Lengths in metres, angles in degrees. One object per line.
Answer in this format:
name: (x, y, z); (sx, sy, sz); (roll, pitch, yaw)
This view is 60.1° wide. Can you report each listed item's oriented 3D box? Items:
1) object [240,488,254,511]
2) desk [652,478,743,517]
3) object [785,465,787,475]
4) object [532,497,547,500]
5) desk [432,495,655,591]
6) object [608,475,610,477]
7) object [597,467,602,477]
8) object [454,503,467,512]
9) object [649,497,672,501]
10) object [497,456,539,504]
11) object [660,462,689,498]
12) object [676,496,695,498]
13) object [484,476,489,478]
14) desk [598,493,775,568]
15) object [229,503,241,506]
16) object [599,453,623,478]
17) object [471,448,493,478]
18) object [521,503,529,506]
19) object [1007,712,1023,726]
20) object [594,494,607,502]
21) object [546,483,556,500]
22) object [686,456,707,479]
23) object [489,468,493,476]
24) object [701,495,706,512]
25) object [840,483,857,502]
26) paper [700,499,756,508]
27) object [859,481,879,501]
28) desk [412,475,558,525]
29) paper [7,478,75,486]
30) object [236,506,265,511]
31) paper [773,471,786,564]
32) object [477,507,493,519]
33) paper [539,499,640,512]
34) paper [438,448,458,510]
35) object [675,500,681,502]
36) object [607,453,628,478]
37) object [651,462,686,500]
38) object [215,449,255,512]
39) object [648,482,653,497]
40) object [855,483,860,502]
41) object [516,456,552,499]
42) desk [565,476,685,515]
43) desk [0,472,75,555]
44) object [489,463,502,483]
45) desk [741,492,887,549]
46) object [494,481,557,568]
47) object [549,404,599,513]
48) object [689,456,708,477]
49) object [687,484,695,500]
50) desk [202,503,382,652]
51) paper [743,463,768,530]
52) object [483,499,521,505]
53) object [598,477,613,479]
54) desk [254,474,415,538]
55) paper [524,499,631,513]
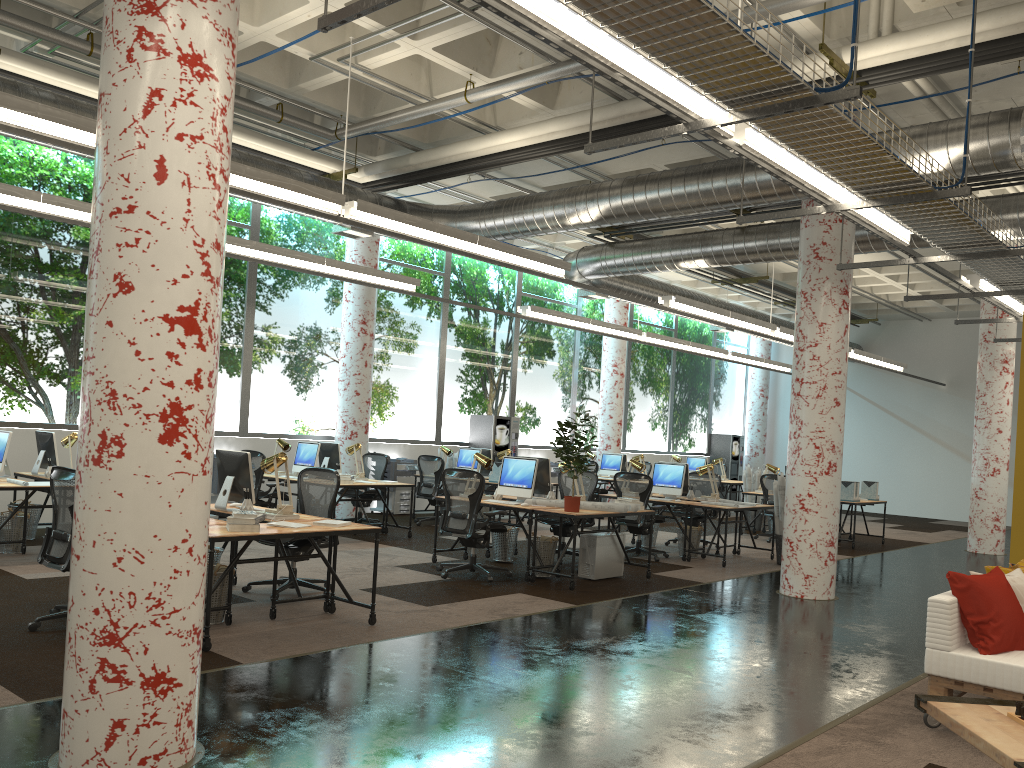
object: (-2.051, 0.913, 6.865); (0.101, 0.209, 0.101); (3, -1, -3)
desk: (4.334, 2.493, 19.801); (1.939, 0.723, 1.404); (1, -4, 41)
object: (4.946, 1.665, 15.309); (0.483, 0.485, 0.190); (2, -2, 41)
object: (0.380, 1.316, 10.145); (0.438, 0.017, 0.119); (0, -4, 41)
desk: (0.319, 1.649, 9.537); (1.939, 0.724, 1.404); (1, -4, 41)
object: (2.009, 1.888, 18.195); (0.059, 0.029, 0.106); (1, -4, 42)
object: (1.723, 1.744, 17.523); (0.101, 0.209, 0.101); (3, -1, -3)
object: (-0.853, 2.065, 15.019); (0.353, 0.435, 0.369); (4, -2, -13)
object: (1.912, 1.514, 11.670); (0.438, 0.017, 0.119); (0, -4, 41)
object: (0.074, 1.023, 9.426); (0.483, 0.485, 0.190); (2, -2, 41)
object: (2.244, 1.341, 12.390); (0.483, 0.485, 0.190); (2, -2, 41)
object: (2.397, 1.592, 12.538); (0.438, 0.017, 0.119); (0, -4, 41)
object: (-0.382, 1.572, 14.984); (0.438, 0.017, 0.119); (0, -4, 41)
desk: (2.336, 1.925, 11.931); (1.939, 0.723, 1.404); (1, -4, 41)
object: (-2.344, 1.022, 7.506); (0.059, 0.029, 0.106); (1, -4, 42)
object: (1.944, 1.604, 17.255); (0.483, 0.485, 0.190); (2, -2, 41)
object: (-0.535, 1.321, 14.835); (0.483, 0.485, 0.190); (2, -2, 41)
object: (0.136, 1.232, 9.053); (0.059, 0.029, 0.106); (1, -4, 42)
object: (1.527, 0.930, 2.354); (0.273, 0.012, 0.273); (3, -3, 2)
object: (1.782, 2.389, 18.008); (0.358, 0.435, 0.354); (2, -2, 38)
object: (0.432, 1.200, 9.727); (0.101, 0.209, 0.101); (3, -1, -3)
object: (4.089, 1.867, 19.691); (0.483, 0.485, 0.190); (2, -2, 41)
object: (-0.330, 1.456, 14.566); (0.101, 0.209, 0.101); (3, -1, -3)
object: (4.318, 2.621, 19.501); (0.358, 0.435, 0.354); (2, -2, 38)
object: (5.286, 1.700, 13.988); (0.280, 0.302, 0.150); (2, -2, 41)
paper: (2.784, 1.534, 11.395); (0.567, 0.061, 0.627); (1, -4, 39)
object: (5.953, 1.782, 14.746); (0.280, 0.302, 0.150); (2, -2, 41)
desk: (-0.443, 1.905, 14.376); (1.939, 0.723, 1.404); (1, -4, 41)
paper: (-4.557, 0.953, 8.659); (0.567, 0.061, 0.627); (1, -4, 39)
object: (-2.104, 1.029, 7.283); (0.438, 0.017, 0.119); (0, -4, 41)
paper: (3.565, 1.729, 11.416); (0.440, 1.198, 0.413); (3, -1, 19)
object: (-0.459, 2.033, 14.076); (0.358, 0.435, 0.354); (2, -2, 38)
paper: (0.762, 1.249, 9.182); (1.134, 0.082, 0.083); (3, -2, 6)
paper: (-1.117, 1.696, 15.531); (0.440, 1.198, 0.413); (3, -1, 19)
object: (2.153, 1.508, 11.447); (0.059, 0.029, 0.106); (1, -4, 42)
object: (2.097, 1.645, 17.824); (0.483, 0.485, 0.190); (2, -2, 41)
object: (2.091, 1.299, 11.820); (0.483, 0.485, 0.190); (2, -2, 41)
object: (-2.257, 0.779, 7.134); (0.483, 0.485, 0.190); (2, -2, 41)
object: (1.870, 1.440, 12.088); (0.101, 0.209, 0.101); (3, -1, -3)
object: (5.383, 1.712, 14.099); (0.280, 0.302, 0.150); (2, -2, 41)
object: (0.227, 1.065, 9.996); (0.483, 0.485, 0.190); (2, -2, 41)
desk: (2.189, 2.229, 17.365); (1.939, 0.723, 1.404); (1, -4, 41)
desk: (-5.005, 1.344, 9.195); (1.939, 0.723, 1.404); (1, -4, 41)
object: (-0.196, 1.356, 13.514); (0.280, 0.302, 0.150); (2, -2, 41)
desk: (5.038, 2.249, 14.850); (1.939, 0.723, 1.404); (1, -4, 41)
object: (0.130, 1.530, 9.472); (0.847, 0.933, 0.105); (2, -1, 37)
object: (0.591, 0.715, 8.686); (0.513, 1.077, 0.439); (3, -1, 32)
object: (4.242, 1.909, 20.260); (0.483, 0.485, 0.190); (2, -2, 41)
object: (2.450, 1.476, 12.120); (0.101, 0.209, 0.101); (3, -1, -3)
desk: (-2.165, 1.363, 6.675); (1.939, 0.723, 1.404); (1, -4, 41)
paper: (4.364, 2.039, 16.004); (0.440, 1.198, 0.413); (3, -1, 19)
object: (-0.106, 1.238, 9.276); (0.438, 0.017, 0.119); (0, -4, 41)
object: (1.764, 1.818, 17.104); (0.438, 0.017, 0.119); (0, -4, 41)
desk: (-2.506, 1.651, 12.033); (1.939, 0.723, 1.404); (1, -4, 41)
paper: (0.651, 1.236, 9.057); (1.133, 0.082, 0.083); (2, -2, 16)
